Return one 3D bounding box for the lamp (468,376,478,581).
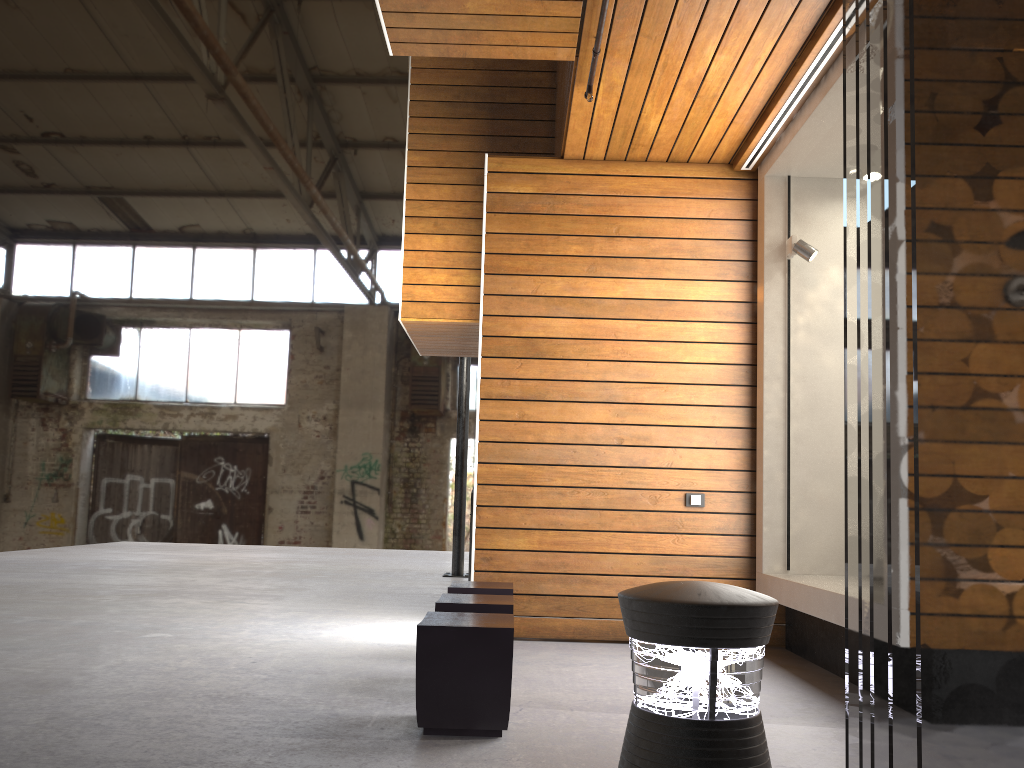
[{"bbox_3d":[-0.343,0.656,8.955,0.630,2.934,0.632,-3,-7,41],"label":"lamp"}]

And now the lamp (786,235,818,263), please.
[{"bbox_3d":[1.723,-0.811,5.329,0.129,0.187,0.249,5,-8,-31],"label":"lamp"}]

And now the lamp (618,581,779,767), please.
[{"bbox_3d":[0.308,0.684,1.493,0.348,0.693,0.350,1,-6,6],"label":"lamp"}]

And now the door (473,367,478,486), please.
[{"bbox_3d":[0.097,1.030,9.863,1.289,2.293,0.147,6,-7,-37],"label":"door"}]
